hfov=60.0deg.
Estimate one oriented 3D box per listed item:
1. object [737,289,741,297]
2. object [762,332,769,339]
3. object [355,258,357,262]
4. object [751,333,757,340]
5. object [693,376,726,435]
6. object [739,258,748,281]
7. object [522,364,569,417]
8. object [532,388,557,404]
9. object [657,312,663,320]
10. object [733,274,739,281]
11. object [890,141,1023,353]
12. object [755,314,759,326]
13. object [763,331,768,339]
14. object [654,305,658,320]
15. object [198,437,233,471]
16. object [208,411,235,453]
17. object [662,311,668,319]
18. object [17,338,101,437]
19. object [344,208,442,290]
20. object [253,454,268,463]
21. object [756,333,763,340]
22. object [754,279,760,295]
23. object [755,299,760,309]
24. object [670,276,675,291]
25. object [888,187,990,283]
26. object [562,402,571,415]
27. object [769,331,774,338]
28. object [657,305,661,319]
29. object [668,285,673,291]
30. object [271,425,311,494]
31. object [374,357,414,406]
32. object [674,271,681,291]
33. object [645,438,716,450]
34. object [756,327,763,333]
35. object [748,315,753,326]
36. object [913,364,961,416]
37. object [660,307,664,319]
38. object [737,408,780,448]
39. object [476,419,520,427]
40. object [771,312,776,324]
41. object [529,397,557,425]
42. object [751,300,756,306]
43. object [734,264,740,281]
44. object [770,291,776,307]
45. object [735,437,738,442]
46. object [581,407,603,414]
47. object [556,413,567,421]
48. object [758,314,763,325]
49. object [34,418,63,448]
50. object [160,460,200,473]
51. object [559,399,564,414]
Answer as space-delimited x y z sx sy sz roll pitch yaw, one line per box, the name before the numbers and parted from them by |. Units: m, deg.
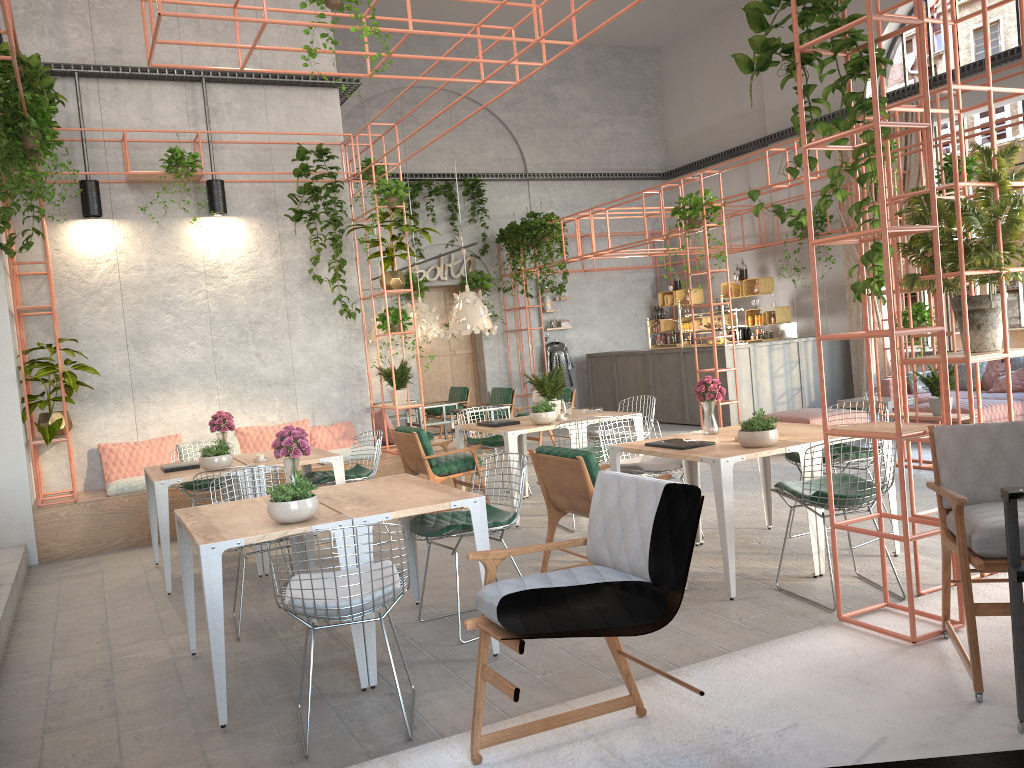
object | 4.005 -1.598 15.539 0.123 0.142 0.141 -7 3 -26
object | 4.347 -0.828 15.229 0.115 0.107 0.115 -6 3 -20
object | -3.021 -2.069 14.924 0.900 1.101 0.894 -3 3 33
object | 4.180 -0.816 15.292 0.115 0.107 0.115 -7 3 -29
object | 1.398 0.147 6.244 0.213 0.414 0.225 -7 3 -33
object | 4.059 -2.010 15.570 0.134 0.386 0.134 -7 3 -37
object | 0.347 0.070 8.381 0.438 0.527 0.368 -7 3 -26
object | 0.321 0.175 8.711 0.241 0.313 0.241 -4 3 19
object | 2.953 -1.367 17.725 0.115 0.147 0.115 -4 3 19
object | 3.930 -1.865 15.542 0.088 0.123 0.088 -4 3 30
object | 2.507 -0.723 4.800 0.894 1.100 0.900 -5 3 3
object | 4.191 -1.096 15.160 0.069 0.191 0.069 -5 3 10
object | 4.322 -0.833 15.129 0.073 0.131 0.073 -7 3 -33
object | 2.887 -1.437 17.811 0.066 0.291 0.066 -3 3 34
object | -2.251 0.532 6.729 0.248 0.247 0.254 -7 3 -26
object | -2.423 0.429 7.439 0.213 0.414 0.225 -7 3 -33
object | 3.071 -1.380 17.782 0.115 0.147 0.115 -4 3 19
object | -4.307 0.034 8.257 0.934 0.919 0.903 -3 3 36
object | -1.279 -1.494 9.689 0.934 0.947 0.903 -4 3 26
object | -1.994 0.582 7.028 0.115 0.078 0.115 -6 3 -20
object | 4.236 -0.815 15.176 0.115 0.107 0.115 -4 3 31
object | 4.221 -1.662 15.221 0.137 0.261 0.137 -5 3 10
object | 4.195 -1.364 15.162 0.083 0.159 0.083 -4 3 19
object | 3.174 -1.979 17.488 0.134 0.301 0.134 -7 3 -37
object | 4.099 -1.420 8.434 0.923 0.946 0.924 -4 3 30
object | 0.538 0.241 8.668 0.095 0.119 0.095 -5 3 -2
object | 4.448 -0.848 15.196 0.073 0.131 0.073 -7 3 -33
object | 2.956 -1.445 17.845 0.066 0.291 0.066 -6 3 -19
object | 3.093 -1.871 17.270 0.088 0.123 0.088 -4 3 30
object | -1.227 0.438 4.973 0.213 0.414 0.225 -7 3 -33
object | -1.272 -0.024 9.789 0.438 0.527 0.368 -7 3 -26
object | 3.222 -2.016 17.298 0.134 0.386 0.134 -5 3 8
object | 1.101 0.399 5.832 0.268 0.031 0.427 -7 3 -26
object | 4.258 -0.926 15.255 0.115 0.107 0.115 -4 3 31
object | 4.120 -1.096 15.307 0.069 0.191 0.069 -6 3 -14
object | 4.130 0.045 8.553 0.438 0.527 0.368 -7 3 -26
object | 3.030 -1.453 17.878 0.066 0.291 0.066 -5 3 14
object | 1.508 0.272 5.458 0.247 0.247 0.252 -7 3 -26
object | -0.131 0.368 8.328 0.268 0.031 0.427 -7 3 -26
object | 4.403 -1.107 14.819 0.131 0.207 0.131 -4 3 19
object | 0.276 0.240 7.953 0.248 0.247 0.254 -7 3 -26
object | 4.155 -1.364 15.244 0.083 0.159 0.083 -4 3 19
object | 4.012 -1.973 15.760 0.134 0.301 0.134 -7 3 -37
object | 4.416 -1.432 14.977 0.075 0.273 0.075 -7 3 -37
object | 1.504 0.342 5.756 0.115 0.073 0.115 -7 3 -31
object | 0.783 0.259 8.659 0.218 0.041 0.218 -6 3 -17
object | 0.454 0.300 8.214 0.115 0.078 0.115 -6 3 -20
object | 4.231 -1.096 15.079 0.069 0.191 0.069 -6 3 -9
object | -1.387 0.076 2.355 0.934 0.923 0.903 -4 3 31
object | -2.659 0.659 7.105 0.268 0.031 0.427 -7 3 -26
object | 0.413 0.231 8.844 0.165 0.154 0.210 -7 3 -36
